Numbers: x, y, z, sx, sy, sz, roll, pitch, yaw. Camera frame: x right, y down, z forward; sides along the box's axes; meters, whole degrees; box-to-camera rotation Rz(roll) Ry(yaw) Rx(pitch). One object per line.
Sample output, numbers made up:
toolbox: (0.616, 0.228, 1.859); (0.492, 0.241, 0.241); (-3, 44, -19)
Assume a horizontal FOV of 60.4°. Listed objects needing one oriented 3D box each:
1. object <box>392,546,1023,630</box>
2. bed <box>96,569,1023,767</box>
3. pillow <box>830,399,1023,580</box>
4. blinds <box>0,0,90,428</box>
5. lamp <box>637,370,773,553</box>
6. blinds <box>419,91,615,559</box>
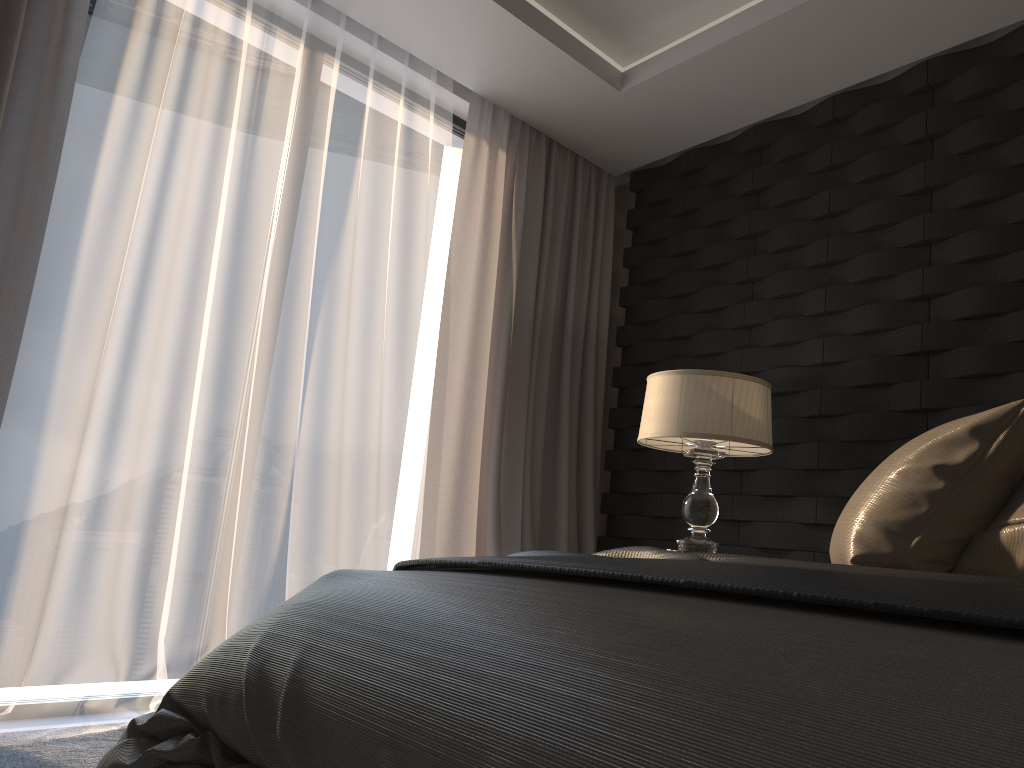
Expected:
object: (0.501, 0.396, 1.123); (0.651, 0.323, 1.939); (13, -13, -37)
bed: (0.852, 0.656, 1.377); (2.412, 0.626, 2.166); (13, -13, -36)
pillow: (1.211, 0.188, 1.763); (0.946, 0.520, 1.190); (13, -13, -35)
blinds: (-1.606, -0.488, 1.980); (0.338, 2.652, 1.105); (-4, -15, 44)
lamp: (0.651, 0.305, 3.004); (0.471, 0.633, 0.459); (7, -11, -5)
blinds: (0.129, -0.003, 3.838); (0.322, 2.651, 1.053); (-4, -15, 43)
